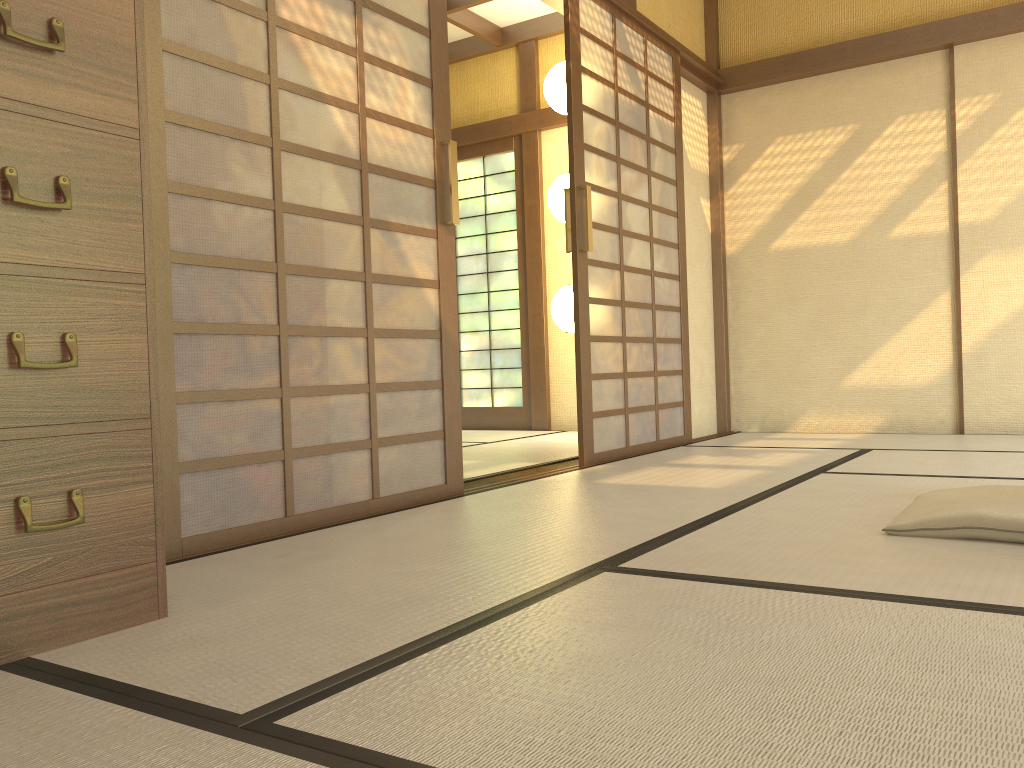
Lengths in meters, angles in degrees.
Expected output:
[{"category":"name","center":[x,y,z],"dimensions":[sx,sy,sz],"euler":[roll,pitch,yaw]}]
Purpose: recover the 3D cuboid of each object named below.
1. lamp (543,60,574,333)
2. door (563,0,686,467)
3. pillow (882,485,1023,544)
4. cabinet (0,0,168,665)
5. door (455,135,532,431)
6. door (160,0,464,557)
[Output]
[{"category":"lamp","center":[0.399,-1.485,5.752],"dimensions":[0.363,2.297,0.363],"euler":[-1,1,33]},{"category":"door","center":[0.598,-0.769,4.595],"dimensions":[0.076,2.265,1.230],"euler":[-1,1,33]},{"category":"pillow","center":[1.274,0.332,2.280],"dimensions":[0.496,0.107,0.486],"euler":[-1,1,37]},{"category":"cabinet","center":[-1.111,-0.127,1.355],"dimensions":[0.421,1.200,1.020],"euler":[-1,1,33]},{"category":"door","center":[-1.061,-0.729,7.482],"dimensions":[2.890,2.230,0.140],"euler":[-1,1,33]},{"category":"door","center":[-0.584,-0.703,2.782],"dimensions":[0.076,2.265,1.230],"euler":[-1,1,33]}]
